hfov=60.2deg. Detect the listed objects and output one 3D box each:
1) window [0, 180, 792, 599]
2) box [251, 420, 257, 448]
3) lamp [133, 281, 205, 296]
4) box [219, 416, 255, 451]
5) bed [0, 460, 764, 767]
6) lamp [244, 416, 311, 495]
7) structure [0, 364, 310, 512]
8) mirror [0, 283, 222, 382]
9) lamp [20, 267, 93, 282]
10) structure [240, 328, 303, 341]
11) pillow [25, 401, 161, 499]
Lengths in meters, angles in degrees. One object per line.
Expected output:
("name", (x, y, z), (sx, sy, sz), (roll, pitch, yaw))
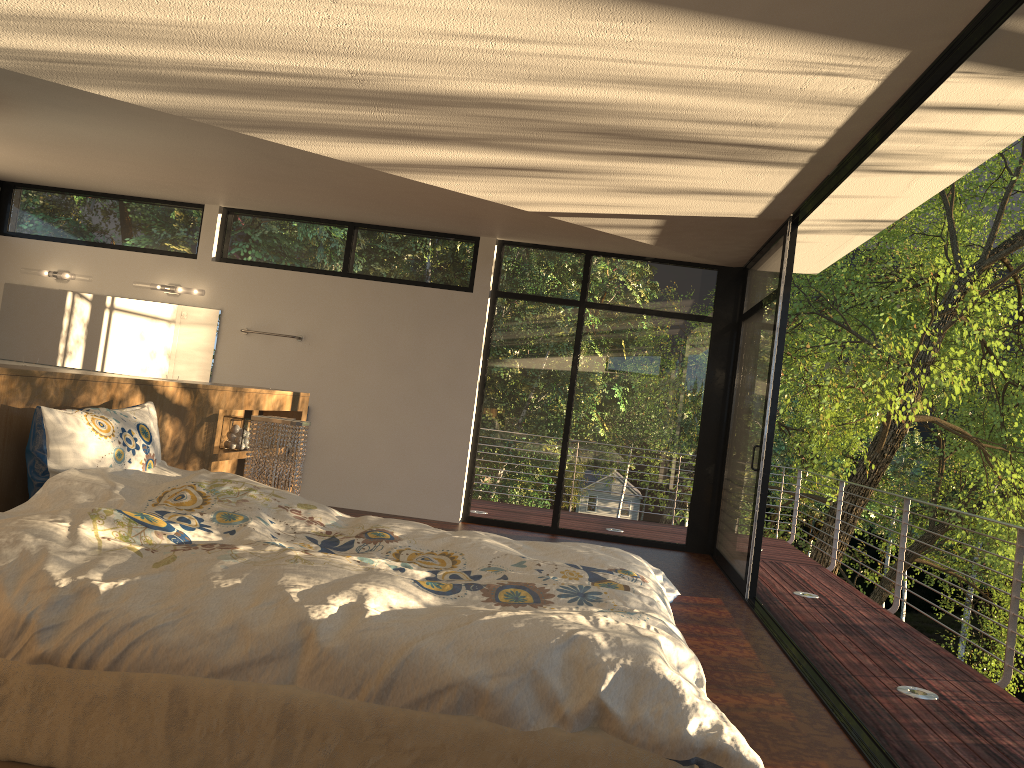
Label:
("window", (-1.924, -0.384, 2.726), (6.816, 2.516, 10.347), (7, -2, 4))
("box", (-1.381, 0.276, 4.903), (0.133, 0.156, 0.158), (7, -2, 5))
("lamp", (-2.966, -0.825, 7.684), (0.618, 0.070, 0.118), (7, -2, 3))
("box", (-1.424, 0.255, 4.575), (0.116, 0.171, 0.125), (7, -2, 4))
("bed", (-0.517, 0.697, 2.470), (2.145, 0.713, 1.835), (7, -2, 4))
("lamp", (-1.112, 0.520, 4.132), (0.260, 0.731, 0.163), (7, -3, 3))
("structure", (-1.730, 0.409, 2.399), (0.306, 0.975, 5.817), (7, -1, 6))
("mirror", (-3.542, -0.435, 7.770), (1.953, 0.678, 0.100), (7, -3, 2))
("lamp", (-3.961, -0.950, 7.725), (0.618, 0.070, 0.118), (7, -2, 3))
("structure", (-2.085, -0.428, 7.670), (0.536, 0.056, 0.199), (7, -2, 3))
("pillow", (-1.364, 0.272, 2.930), (0.251, 0.439, 0.624), (7, -2, 9))
